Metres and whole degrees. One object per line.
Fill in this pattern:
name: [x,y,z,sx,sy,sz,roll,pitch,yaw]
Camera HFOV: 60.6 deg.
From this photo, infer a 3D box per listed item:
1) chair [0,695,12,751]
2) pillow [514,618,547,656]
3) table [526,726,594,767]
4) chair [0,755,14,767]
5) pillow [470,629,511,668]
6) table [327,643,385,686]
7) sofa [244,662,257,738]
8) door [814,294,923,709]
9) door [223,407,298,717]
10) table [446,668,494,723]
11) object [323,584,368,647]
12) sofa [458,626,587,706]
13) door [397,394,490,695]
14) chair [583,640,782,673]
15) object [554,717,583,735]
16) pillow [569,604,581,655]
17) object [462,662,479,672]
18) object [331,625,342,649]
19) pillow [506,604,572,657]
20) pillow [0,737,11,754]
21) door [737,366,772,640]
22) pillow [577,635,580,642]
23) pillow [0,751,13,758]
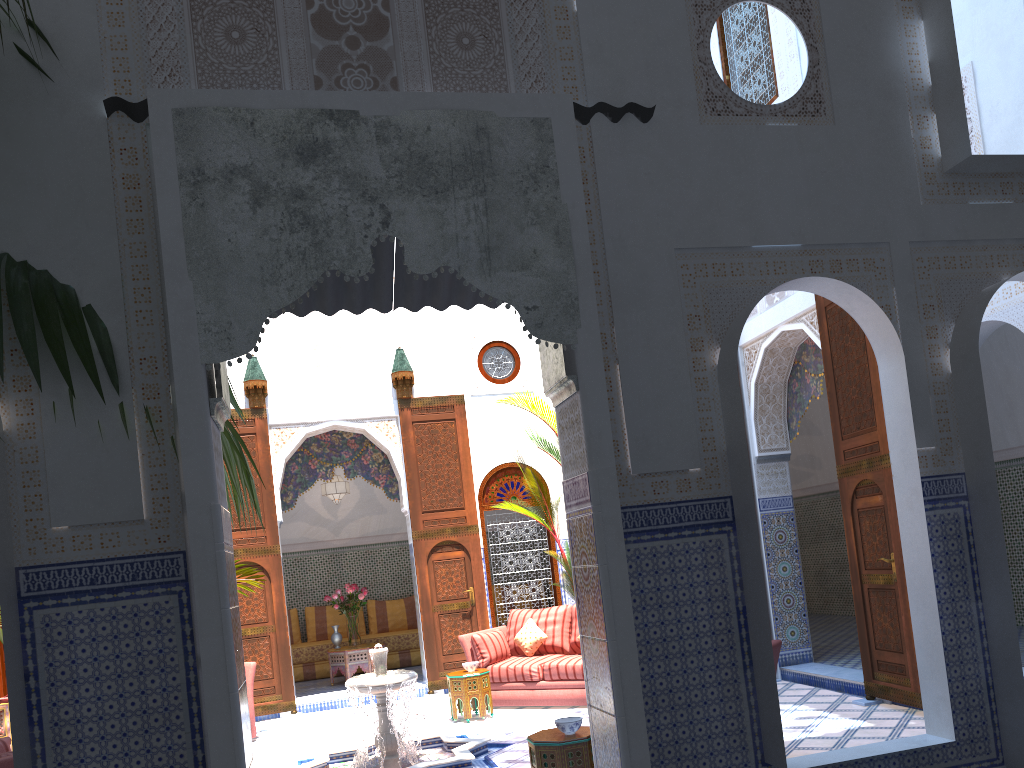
chair: [-3.517,2.189,5.845,0.502,1.071,0.492,-5,-4,-14]
pillow: [0.131,1.894,6.554,0.306,0.275,0.130,-13,-8,42]
table: [0.229,1.601,3.607,0.288,0.321,0.294,-5,-7,-14]
chair: [-2.147,1.698,3.347,0.822,0.536,0.729,-12,-10,31]
pillow: [-0.156,1.979,6.559,0.190,0.250,0.381,-10,-9,32]
table: [-1.460,2.645,8.279,0.536,0.320,0.548,-4,-9,-13]
sofa: [-2.440,2.236,5.844,0.741,0.535,1.368,-11,-11,31]
door: [1.989,0.545,4.893,0.123,2.496,0.589,-6,-3,-9]
door: [-2.151,1.447,7.064,0.580,2.496,0.125,-5,-3,-18]
table: [-0.290,2.158,6.074,0.292,0.321,0.290,-10,-8,31]
object: [-1.530,2.179,8.261,0.449,0.591,0.337,-8,-5,13]
sofa: [0.381,2.043,6.451,1.378,0.536,0.735,-13,-10,31]
door: [-0.561,1.349,7.459,0.581,2.496,0.125,-6,-3,-13]
chair: [0.846,1.507,4.056,0.735,0.536,0.815,-11,-10,31]
object: [0.235,1.406,3.595,0.118,0.056,0.120,-6,-10,-1]
pillow: [0.678,1.787,6.435,0.565,0.398,0.306,-11,-7,28]
object: [-0.286,1.971,6.099,0.118,0.056,0.120,-6,-10,-1]
object: [-1.649,2.378,8.233,0.106,0.211,0.108,-6,-4,-8]
pillow: [0.209,1.907,6.730,0.588,0.376,0.302,-12,-8,31]
pillow: [-2.255,1.618,3.632,0.189,0.240,0.398,-10,-10,32]
door: [1.625,0.909,6.496,0.123,2.496,0.590,-6,-3,-19]
pillow: [0.572,1.795,6.247,0.147,0.256,0.285,-5,-7,-15]
pillow: [-1.871,1.532,3.399,0.190,0.250,0.381,-10,-9,32]
